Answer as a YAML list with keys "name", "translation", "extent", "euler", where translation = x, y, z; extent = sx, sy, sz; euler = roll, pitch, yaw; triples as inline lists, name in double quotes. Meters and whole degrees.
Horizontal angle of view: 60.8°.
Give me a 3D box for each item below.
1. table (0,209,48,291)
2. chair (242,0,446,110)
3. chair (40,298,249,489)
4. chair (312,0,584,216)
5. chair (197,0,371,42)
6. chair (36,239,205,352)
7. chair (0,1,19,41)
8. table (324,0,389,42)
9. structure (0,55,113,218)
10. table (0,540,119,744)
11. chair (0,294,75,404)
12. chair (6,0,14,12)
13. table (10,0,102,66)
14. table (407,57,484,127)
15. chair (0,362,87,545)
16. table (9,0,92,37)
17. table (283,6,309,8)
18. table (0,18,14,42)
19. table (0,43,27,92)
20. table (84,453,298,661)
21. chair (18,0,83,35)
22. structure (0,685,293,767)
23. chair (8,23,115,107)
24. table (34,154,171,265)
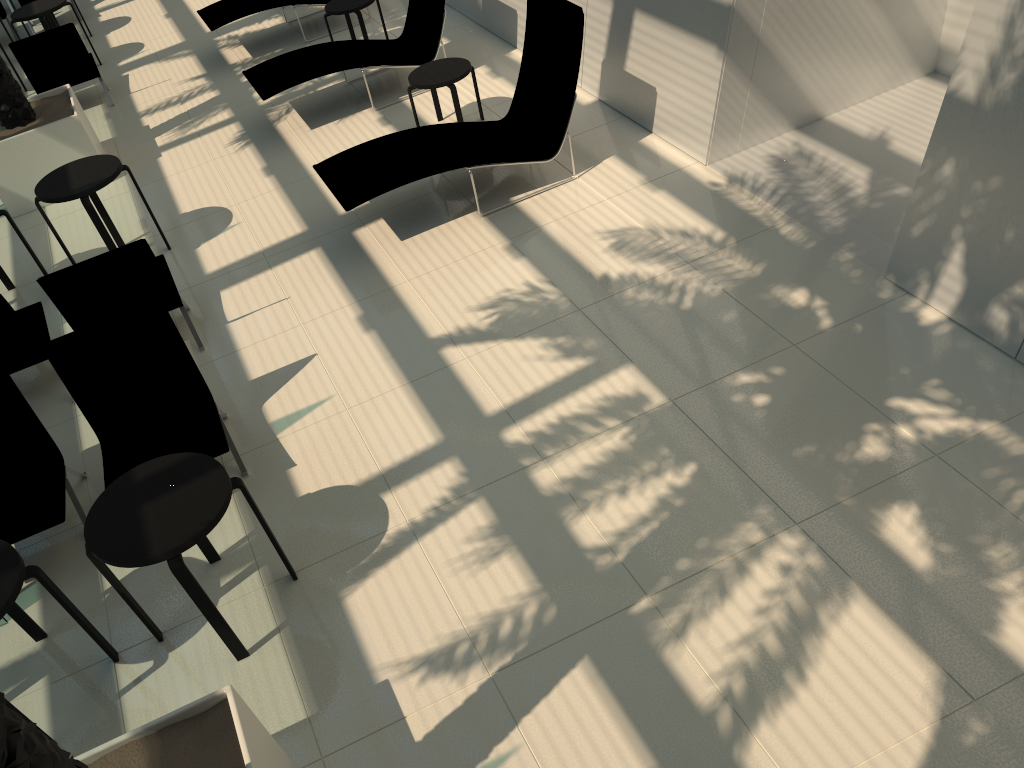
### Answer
- name: "table"
  translation: [-4.143, -0.918, 6.847]
  extent: [0.679, 0.846, 0.623]
  euler: [2, 45, 17]
- name: "chair"
  translation: [-1.593, -3.353, 8.351]
  extent: [2.012, 1.254, 0.856]
  euler: [-24, 43, -10]
- name: "chair"
  translation: [-2.065, 0.212, 4.967]
  extent: [0.707, 0.962, 0.824]
  euler: [-24, 44, -11]
- name: "chair"
  translation: [-0.497, -1.987, 6.598]
  extent: [2.012, 1.254, 0.856]
  euler: [-24, 43, -10]
- name: "chair"
  translation: [-2.656, -4.678, 10.051]
  extent: [2.012, 1.254, 0.856]
  euler: [-24, 43, -10]
- name: "chair"
  translation: [-2.753, -0.668, 6.092]
  extent: [0.707, 0.962, 0.824]
  euler: [-24, 44, -11]
- name: "chair"
  translation: [-7.558, -5.231, 12.278]
  extent: [0.707, 0.962, 0.824]
  euler: [-24, 44, -11]
- name: "table"
  translation: [-1.674, -3.848, 9.418]
  extent: [0.551, 0.561, 0.510]
  euler: [5, 46, 20]
- name: "structure"
  translation: [-5.127, -4.686, 6.097]
  extent: [4.722, 7.596, 4.169]
  euler: [-29, 45, -16]
- name: "table"
  translation: [-2.409, 1.230, 4.087]
  extent: [0.673, 0.846, 0.629]
  euler: [9, 47, 23]
- name: "chair"
  translation: [-3.587, -0.303, 5.949]
  extent: [0.707, 0.962, 0.824]
  euler: [-24, 44, -11]
- name: "chair"
  translation: [-8.246, -6.111, 13.402]
  extent: [0.707, 0.962, 0.824]
  euler: [-24, 44, -11]
- name: "table"
  translation: [-5.617, -4.217, 10.742]
  extent: [0.679, 0.846, 0.623]
  euler: [2, 45, 17]
- name: "table"
  translation: [-0.578, -2.481, 7.665]
  extent: [0.551, 0.561, 0.510]
  euler: [5, 46, 20]
- name: "chair"
  translation: [-2.899, 0.578, 4.825]
  extent: [0.707, 0.962, 0.824]
  euler: [-24, 44, -11]
- name: "table"
  translation: [-6.201, -4.958, 11.689]
  extent: [0.676, 0.846, 0.626]
  euler: [6, 46, 20]
- name: "table"
  translation: [-2.737, -5.173, 11.119]
  extent: [0.553, 0.561, 0.508]
  euler: [2, 45, 17]
- name: "table"
  translation: [-7.068, -4.578, 11.541]
  extent: [0.676, 0.846, 0.626]
  euler: [6, 46, 20]
- name: "table"
  translation: [-6.484, -3.837, 10.593]
  extent: [0.679, 0.846, 0.623]
  euler: [2, 45, 17]
- name: "table"
  translation: [-1.541, 0.850, 4.236]
  extent: [0.673, 0.846, 0.629]
  euler: [9, 47, 23]
- name: "chair"
  translation: [-6.724, -5.596, 12.421]
  extent: [0.707, 0.962, 0.824]
  euler: [-24, 44, -11]
- name: "structure"
  translation: [-1.785, -0.480, 0.709]
  extent: [4.622, 7.596, 4.261]
  euler: [28, 57, 36]
- name: "chair"
  translation: [-5.105, -3.600, 9.854]
  extent: [0.707, 0.962, 0.824]
  euler: [-24, 44, -11]
- name: "table"
  translation: [-3.276, -1.298, 6.995]
  extent: [0.679, 0.846, 0.623]
  euler: [2, 45, 17]
